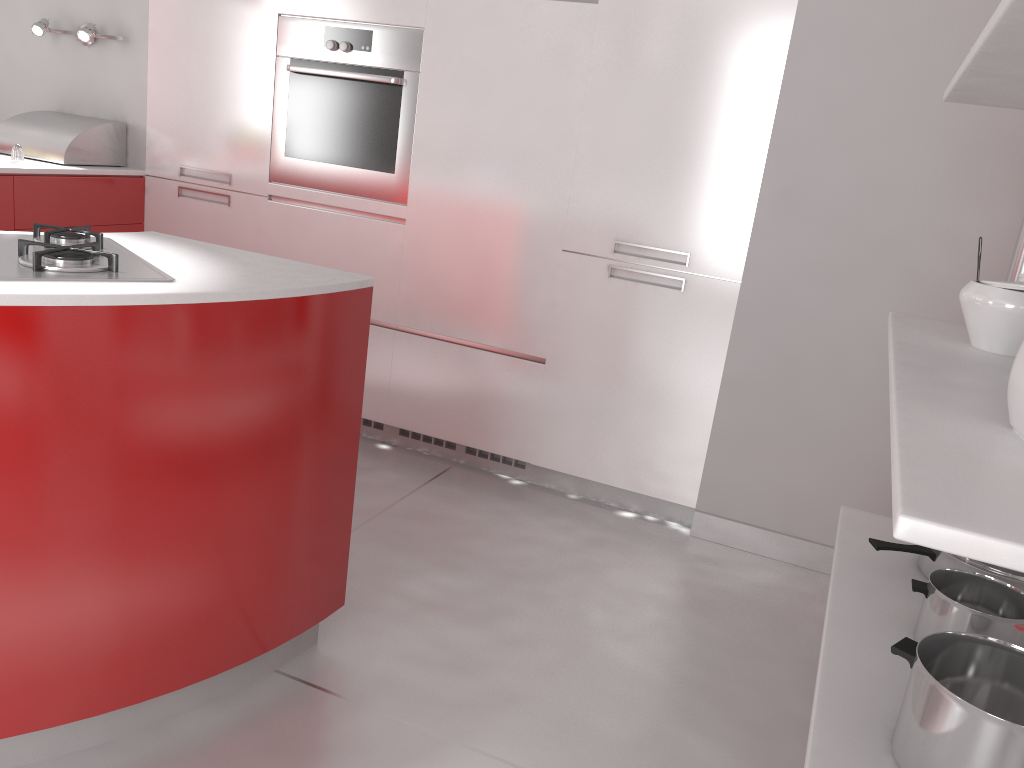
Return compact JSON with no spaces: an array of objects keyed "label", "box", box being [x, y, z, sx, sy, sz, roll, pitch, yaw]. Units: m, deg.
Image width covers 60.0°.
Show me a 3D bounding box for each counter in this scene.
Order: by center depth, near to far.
[{"label":"counter","box":[-1.797,-0.127,2.441,1.868,0.880,2.865,-3,19,-34]}]

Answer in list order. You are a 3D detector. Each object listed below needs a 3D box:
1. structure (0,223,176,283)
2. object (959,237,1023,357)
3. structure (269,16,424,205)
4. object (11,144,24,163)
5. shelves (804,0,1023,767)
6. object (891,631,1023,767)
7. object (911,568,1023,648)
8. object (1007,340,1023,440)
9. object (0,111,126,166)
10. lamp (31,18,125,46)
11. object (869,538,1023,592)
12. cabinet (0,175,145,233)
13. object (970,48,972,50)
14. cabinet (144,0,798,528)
[{"label":"structure","box":[-0.843,-0.252,1.637,0.303,0.037,0.457,-5,20,-38]},{"label":"object","box":[0.983,-0.167,1.736,0.192,0.214,0.192,10,16,7]},{"label":"structure","box":[-0.615,-0.982,3.171,0.599,0.589,0.050,13,16,20]},{"label":"object","box":[-1.781,-0.830,3.194,0.042,0.066,0.043,18,18,32]},{"label":"shelves","box":[0.925,-0.330,1.281,0.535,2.599,1.735,13,16,20]},{"label":"object","box":[0.681,0.487,1.256,0.259,0.161,0.240,9,15,3]},{"label":"object","box":[0.836,0.432,1.603,0.196,0.122,0.182,2,17,-21]},{"label":"object","box":[0.744,0.007,1.031,0.235,0.197,0.282,11,16,10]},{"label":"object","box":[-1.794,-0.978,3.502,0.400,0.170,0.300,13,16,20]},{"label":"lamp","box":[-1.724,-1.379,3.478,0.454,0.081,0.155,13,16,20]},{"label":"object","box":[1.003,0.361,1.923,0.407,0.130,0.308,16,17,27]},{"label":"cabinet","box":[-1.652,-0.202,2.662,1.025,0.761,1.875,1,17,-23]},{"label":"object","box":[0.895,-0.524,1.440,0.280,0.015,0.280,-5,20,-38]},{"label":"cabinet","box":[-0.247,-0.785,3.410,2.398,2.026,0.614,13,16,20]}]
